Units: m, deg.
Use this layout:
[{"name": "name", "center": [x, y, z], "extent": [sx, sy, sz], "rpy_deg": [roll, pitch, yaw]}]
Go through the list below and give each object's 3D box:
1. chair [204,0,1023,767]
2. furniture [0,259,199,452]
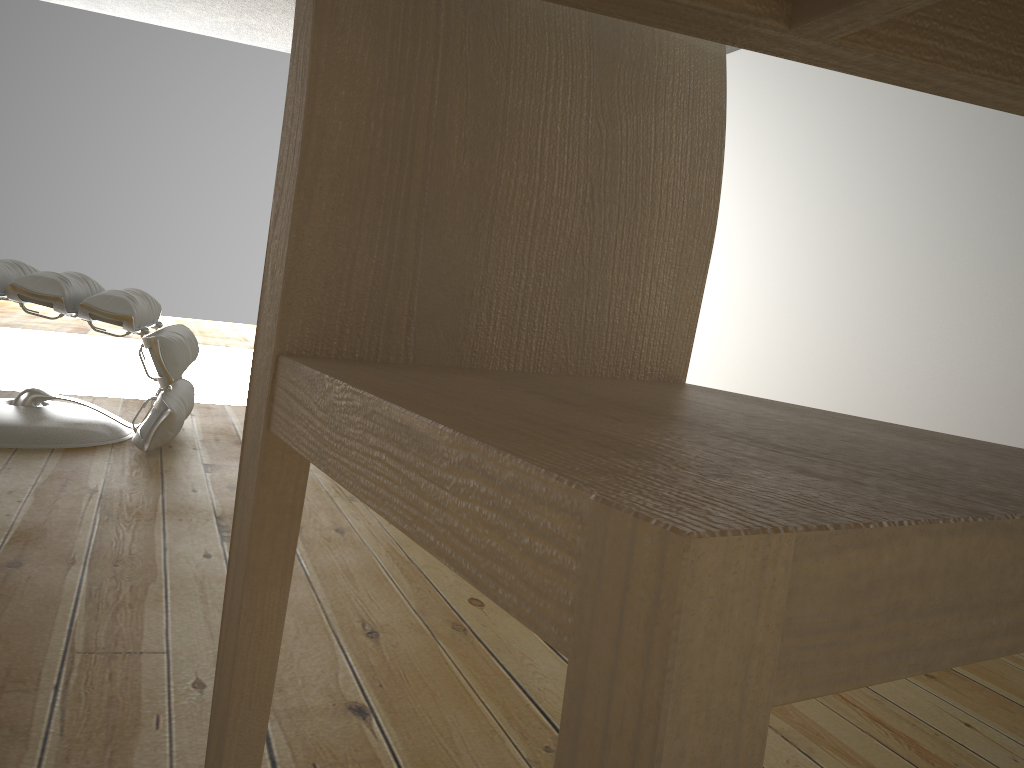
[{"name": "chair", "center": [0.084, -0.059, 0.528], "extent": [0.404, 1.015, 0.508], "rpy_deg": [4, 5, -33]}, {"name": "furniture", "center": [-1.208, -0.094, 2.366], "extent": [0.685, 0.438, 0.571], "rpy_deg": [6, 5, -16]}]
